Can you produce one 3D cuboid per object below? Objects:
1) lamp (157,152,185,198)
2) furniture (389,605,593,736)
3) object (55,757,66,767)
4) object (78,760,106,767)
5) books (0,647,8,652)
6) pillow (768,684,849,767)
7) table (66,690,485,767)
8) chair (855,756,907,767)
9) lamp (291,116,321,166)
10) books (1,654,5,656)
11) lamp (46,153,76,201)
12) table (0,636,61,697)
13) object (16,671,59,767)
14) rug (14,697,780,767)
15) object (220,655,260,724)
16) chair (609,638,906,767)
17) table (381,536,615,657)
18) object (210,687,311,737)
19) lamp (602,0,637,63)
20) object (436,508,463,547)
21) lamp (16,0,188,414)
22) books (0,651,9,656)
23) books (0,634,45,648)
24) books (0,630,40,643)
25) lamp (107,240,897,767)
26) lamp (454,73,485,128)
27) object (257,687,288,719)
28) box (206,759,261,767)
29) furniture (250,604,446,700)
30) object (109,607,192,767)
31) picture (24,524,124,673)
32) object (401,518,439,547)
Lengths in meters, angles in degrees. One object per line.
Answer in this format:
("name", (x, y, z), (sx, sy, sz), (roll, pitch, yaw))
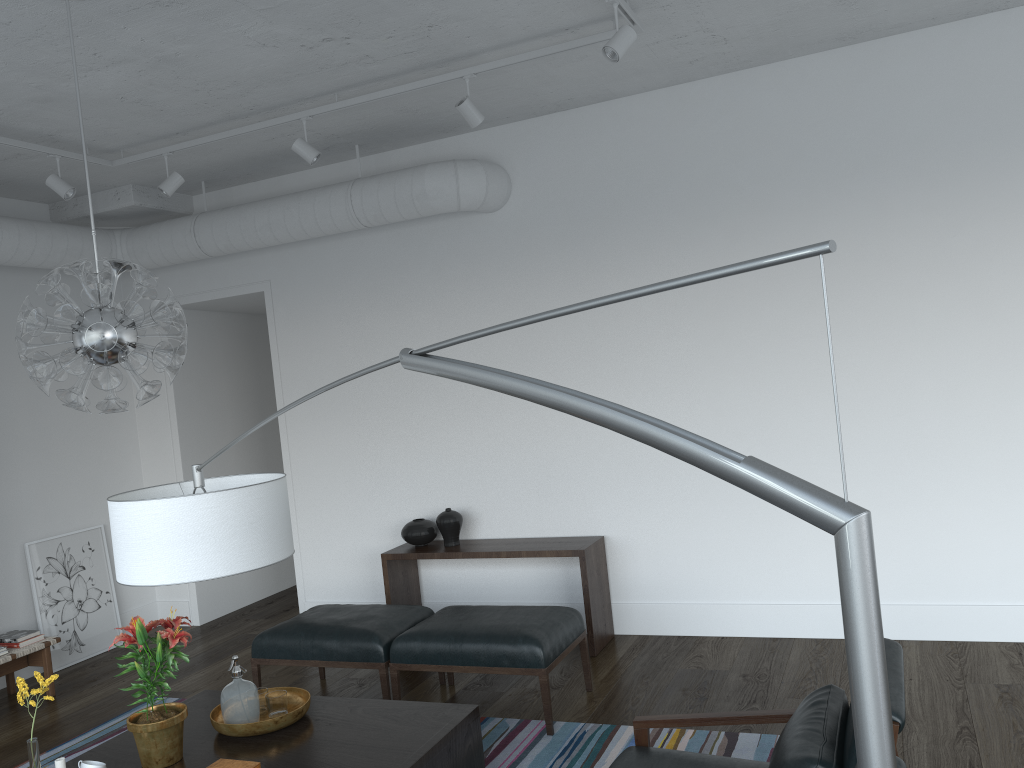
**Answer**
("lamp", (-1.982, -1.224, 5.140), (0.154, 0.285, 0.104), (-6, 1, -26))
("furniture", (-0.103, 1.392, 4.450), (0.827, 0.476, 0.583), (-6, 1, 23))
("object", (-1.471, 1.305, 2.900), (0.098, 0.174, 0.098), (-6, 1, 18))
("object", (-1.418, 1.327, 3.007), (0.124, 0.113, 0.121), (-5, 1, 43))
("books", (-3.146, 1.580, 5.199), (0.280, 0.019, 0.202), (-6, 1, 21))
("pillow", (0.889, 1.150, 2.677), (0.246, 0.293, 0.612), (-6, 1, 23))
("table", (-0.986, 1.536, 3.105), (1.362, 0.394, 1.306), (-6, 1, 23))
("chair", (0.388, 1.260, 1.987), (0.983, 0.698, 0.678), (-6, 1, 23))
("lamp", (-1.109, -1.313, 4.751), (0.154, 0.285, 0.094), (-6, 1, -4))
("books", (-3.142, 1.605, 5.203), (0.273, 0.011, 0.172), (-6, 1, 22))
("lamp", (-2.522, -1.164, 4.940), (0.154, 0.285, 0.093), (-6, 1, 1))
("table", (-3.077, 1.773, 5.312), (0.405, 0.345, 0.605), (-6, 1, 23))
("object", (-1.496, 1.159, 2.828), (0.120, 0.470, 0.121), (-6, 1, 39))
("rug", (-0.895, 1.728, 3.178), (3.760, 0.012, 2.735), (-6, 1, 23))
("object", (-1.059, 1.194, 3.440), (0.143, 0.288, 0.143), (-6, 1, -5))
("chair", (0.718, 1.215, 2.761), (0.983, 0.698, 0.678), (-6, 1, 23))
("table", (-0.102, 1.307, 5.510), (1.362, 0.617, 0.375), (-6, 1, 23))
("object", (-0.986, 1.297, 3.495), (0.383, 0.068, 0.383), (-6, 1, -24))
("lamp", (0.435, -1.465, 3.648), (0.154, 0.285, 0.088), (-6, 1, -21))
("object", (-0.394, 0.908, 5.644), (0.171, 0.236, 0.171), (-6, 1, 28))
("lamp", (-1.494, -0.666, 3.135), (0.552, 1.546, 0.552), (-6, 1, 11))
("books", (-3.134, 1.593, 5.196), (0.306, 0.011, 0.171), (-6, 1, 22))
("books", (-3.049, 1.581, 5.456), (0.267, 0.032, 0.185), (-6, 1, 21))
("books", (-3.060, 1.554, 5.459), (0.238, 0.025, 0.173), (-6, 1, 21))
("lamp", (-0.267, 0.809, 1.537), (0.432, 1.738, 2.162), (-7, 1, -33))
("lamp", (-0.211, -1.405, 4.360), (0.154, 0.285, 0.100), (-7, 1, -44))
("object", (-0.980, 1.281, 3.558), (0.195, 0.089, 0.085), (-6, 1, 33))
("box", (-0.940, 1.289, 2.787), (0.169, 0.093, 0.294), (-6, 1, 23))
("furniture", (-0.882, 1.470, 4.787), (0.828, 0.478, 0.584), (-6, 1, 23))
("object", (-1.270, 1.087, 3.176), (0.275, 0.558, 0.284), (-6, 1, -15))
("picture", (-3.043, 1.481, 6.194), (0.093, 0.884, 0.637), (-6, 1, 23))
("object", (-0.596, 0.962, 5.748), (0.245, 0.168, 0.245), (-6, 1, 15))
